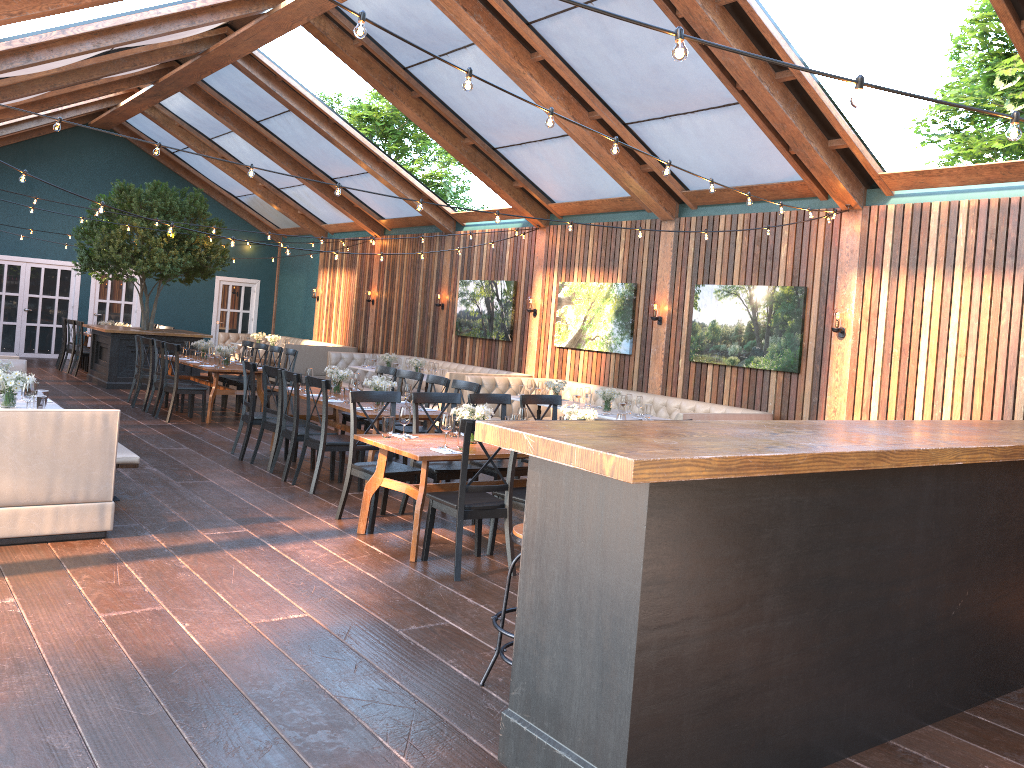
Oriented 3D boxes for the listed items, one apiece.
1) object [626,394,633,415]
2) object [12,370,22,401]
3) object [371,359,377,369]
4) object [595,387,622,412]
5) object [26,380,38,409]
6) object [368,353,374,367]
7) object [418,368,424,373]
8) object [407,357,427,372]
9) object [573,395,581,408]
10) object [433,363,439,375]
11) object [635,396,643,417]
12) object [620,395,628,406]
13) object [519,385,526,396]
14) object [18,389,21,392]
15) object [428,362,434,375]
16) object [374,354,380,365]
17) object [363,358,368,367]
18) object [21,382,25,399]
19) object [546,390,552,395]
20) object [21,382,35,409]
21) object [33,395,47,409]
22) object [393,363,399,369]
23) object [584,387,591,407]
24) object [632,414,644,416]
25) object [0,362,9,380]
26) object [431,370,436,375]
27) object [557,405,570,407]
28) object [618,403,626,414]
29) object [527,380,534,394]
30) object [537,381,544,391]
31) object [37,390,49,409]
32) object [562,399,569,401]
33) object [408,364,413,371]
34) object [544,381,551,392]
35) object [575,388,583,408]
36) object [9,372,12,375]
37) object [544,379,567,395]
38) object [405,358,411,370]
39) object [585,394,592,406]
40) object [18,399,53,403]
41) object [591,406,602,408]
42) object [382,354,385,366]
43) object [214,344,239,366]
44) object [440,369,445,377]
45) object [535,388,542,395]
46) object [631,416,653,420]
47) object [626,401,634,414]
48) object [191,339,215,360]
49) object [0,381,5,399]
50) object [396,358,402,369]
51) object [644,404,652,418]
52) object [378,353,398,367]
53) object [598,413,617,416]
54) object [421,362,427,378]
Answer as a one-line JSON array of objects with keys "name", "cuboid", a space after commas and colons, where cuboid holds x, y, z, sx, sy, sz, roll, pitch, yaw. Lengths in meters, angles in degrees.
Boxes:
[{"name": "object", "cuboid": [1.397, 0.243, 10.619, 0.092, 0.244, 0.092, 5, 1, 5]}, {"name": "object", "cuboid": [-4.149, 0.012, 7.405, 0.092, 0.244, 0.092, 5, 1, 5]}, {"name": "object", "cuboid": [-2.362, -0.336, 15.124, 0.092, 0.158, 0.091, 6, 1, 39]}, {"name": "object", "cuboid": [1.162, 0.182, 10.753, 0.337, 0.309, 0.329, 6, 2, 28]}, {"name": "object", "cuboid": [-3.702, 0.091, 6.803, 0.092, 0.244, 0.092, 5, 1, 5]}, {"name": "object", "cuboid": [-2.461, -0.409, 15.430, 0.092, 0.244, 0.092, 5, 1, 11]}, {"name": "object", "cuboid": [-1.430, -0.172, 13.863, 0.092, 0.158, 0.091, 6, 1, 39]}, {"name": "object", "cuboid": [-1.539, -0.292, 14.370, 0.335, 0.309, 0.330, 4, 2, -20]}, {"name": "object", "cuboid": [0.792, 0.219, 10.874, 0.092, 0.158, 0.091, 6, 1, 39]}, {"name": "object", "cuboid": [-1.206, -0.208, 14.029, 0.092, 0.244, 0.092, 5, 1, 11]}, {"name": "object", "cuboid": [1.494, 0.266, 10.404, 0.092, 0.244, 0.092, 5, 1, 5]}, {"name": "object", "cuboid": [1.304, 0.255, 10.342, 0.092, 0.244, 0.092, 5, 1, 5]}, {"name": "object", "cuboid": [0.131, 0.098, 11.836, 0.092, 0.158, 0.091, 6, 1, 39]}, {"name": "object", "cuboid": [-4.470, 0.053, 8.053, 0.254, 0.019, 0.158, 2, 5, -36]}, {"name": "object", "cuboid": [-1.303, -0.231, 14.244, 0.092, 0.244, 0.092, 5, 1, 11]}, {"name": "object", "cuboid": [-2.327, -0.384, 15.228, 0.092, 0.244, 0.092, 5, 1, 11]}, {"name": "object", "cuboid": [-2.568, -0.377, 15.461, 0.092, 0.158, 0.091, 6, 1, 39]}, {"name": "object", "cuboid": [-4.121, 0.050, 7.510, 0.092, 0.158, 0.091, 6, 1, 39]}, {"name": "object", "cuboid": [0.501, 0.119, 11.967, 0.092, 0.158, 0.091, 6, 1, 39]}, {"name": "object", "cuboid": [-3.605, 0.114, 6.588, 0.092, 0.244, 0.092, 5, 1, 5]}, {"name": "object", "cuboid": [-3.504, 0.167, 6.557, 0.092, 0.158, 0.091, 6, 1, 39]}, {"name": "object", "cuboid": [-1.907, -0.255, 14.499, 0.092, 0.158, 0.091, 6, 1, 39]}, {"name": "object", "cuboid": [0.950, 0.165, 11.220, 0.092, 0.244, 0.092, 5, 1, 5]}, {"name": "object", "cuboid": [1.553, 0.369, 10.625, 0.254, 0.019, 0.158, 2, 5, -36]}, {"name": "object", "cuboid": [-4.626, -0.072, 8.047, 0.092, 0.244, 0.092, 5, 1, 11]}, {"name": "object", "cuboid": [-1.275, -0.193, 14.348, 0.092, 0.158, 0.091, 6, 1, 39]}, {"name": "object", "cuboid": [0.653, 0.270, 10.973, 0.254, 0.019, 0.158, 2, 5, -36]}, {"name": "object", "cuboid": [1.269, 0.302, 10.238, 0.092, 0.158, 0.091, 6, 1, 39]}, {"name": "object", "cuboid": [0.239, 0.066, 11.805, 0.092, 0.244, 0.092, 5, 1, 11]}, {"name": "object", "cuboid": [0.373, 0.091, 11.603, 0.092, 0.244, 0.092, 5, 1, 11]}, {"name": "object", "cuboid": [-3.674, 0.129, 6.908, 0.092, 0.158, 0.091, 6, 1, 39]}, {"name": "object", "cuboid": [0.629, 0.206, 11.869, 0.254, 0.019, 0.158, 2, 5, -36]}, {"name": "object", "cuboid": [-1.722, -0.272, 14.950, 0.092, 0.158, 0.091, 6, 1, 39]}, {"name": "object", "cuboid": [0.473, 0.081, 11.862, 0.092, 0.244, 0.092, 5, 1, 11]}, {"name": "object", "cuboid": [0.827, 0.171, 10.979, 0.092, 0.244, 0.092, 5, 1, 5]}, {"name": "object", "cuboid": [-4.598, -0.034, 8.151, 0.092, 0.158, 0.091, 6, 1, 39]}, {"name": "object", "cuboid": [0.578, 0.082, 11.504, 0.328, 0.309, 0.337, 4, 2, -15]}, {"name": "object", "cuboid": [-1.750, -0.310, 14.845, 0.092, 0.244, 0.092, 5, 1, 11]}, {"name": "object", "cuboid": [0.978, 0.203, 11.325, 0.092, 0.158, 0.091, 6, 1, 39]}, {"name": "object", "cuboid": [-3.993, 0.137, 7.411, 0.254, 0.019, 0.158, 2, 5, -36]}, {"name": "object", "cuboid": [1.106, 0.290, 11.227, 0.254, 0.019, 0.158, 2, 5, -36]}, {"name": "object", "cuboid": [-2.227, -0.394, 15.487, 0.092, 0.244, 0.092, 5, 1, 11]}, {"name": "object", "cuboid": [-4.022, -0.418, 12.419, 0.329, 0.309, 0.337, 5, 2, 0]}, {"name": "object", "cuboid": [-1.105, -0.155, 13.998, 0.092, 0.158, 0.092, 5, 1, 0]}, {"name": "object", "cuboid": [0.338, 0.138, 11.499, 0.092, 0.158, 0.091, 6, 1, 39]}, {"name": "object", "cuboid": [1.491, 0.390, 10.238, 0.157, 0.019, 0.256, 2, 5, -36]}, {"name": "object", "cuboid": [1.425, 0.281, 10.723, 0.092, 0.158, 0.091, 6, 1, 39]}, {"name": "object", "cuboid": [-4.624, -0.527, 13.277, 0.335, 0.309, 0.330, 3, 3, -41]}, {"name": "object", "cuboid": [-3.794, 0.102, 6.527, 0.092, 0.244, 0.092, 5, 1, 5]}, {"name": "object", "cuboid": [-1.872, -0.303, 14.604, 0.092, 0.244, 0.092, 5, 1, 11]}, {"name": "object", "cuboid": [1.594, 0.320, 10.373, 0.092, 0.158, 0.091, 6, 1, 39]}, {"name": "object", "cuboid": [-2.112, -0.392, 15.139, 0.335, 0.309, 0.330, 4, 2, -25]}, {"name": "object", "cuboid": [1.130, 0.354, 10.336, 0.254, 0.019, 0.158, 2, 5, -36]}, {"name": "object", "cuboid": [-1.395, -0.219, 13.967, 0.092, 0.244, 0.092, 4, 1, -34]}]
